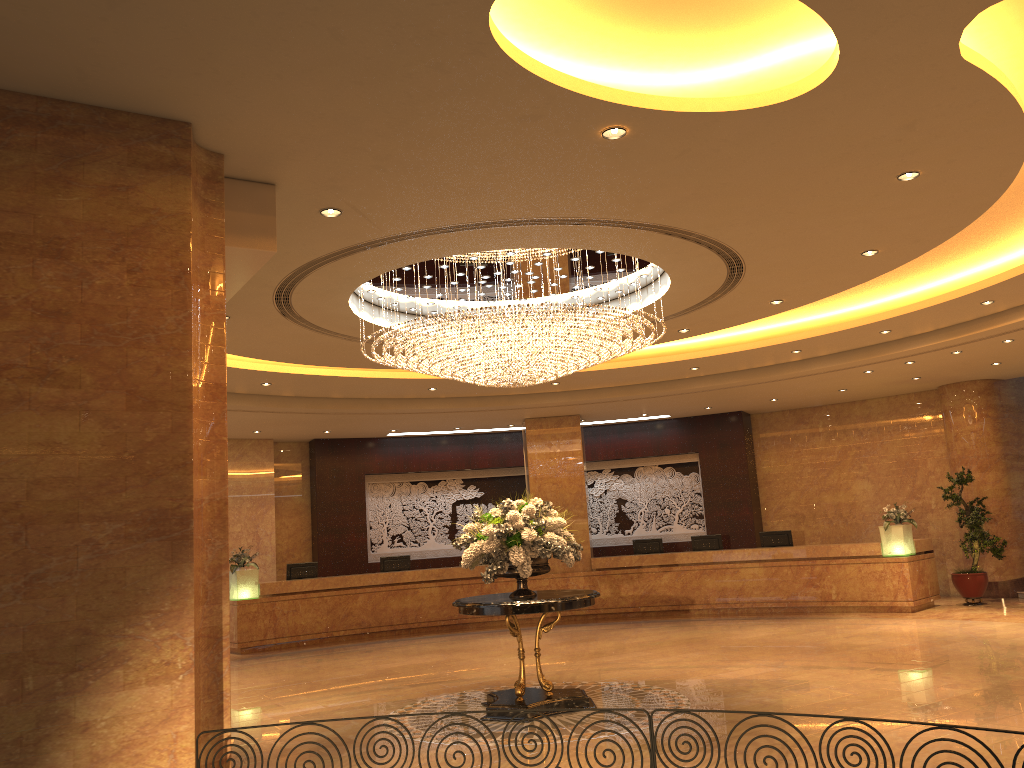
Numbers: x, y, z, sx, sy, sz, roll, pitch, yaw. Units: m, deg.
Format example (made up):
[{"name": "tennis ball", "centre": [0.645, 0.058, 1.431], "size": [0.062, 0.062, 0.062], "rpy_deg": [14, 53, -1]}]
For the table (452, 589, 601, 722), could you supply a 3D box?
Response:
[{"name": "table", "centre": [0.177, 2.667, 8.836], "size": [1.493, 1.089, 1.493], "rpy_deg": [4, -12, -38]}]

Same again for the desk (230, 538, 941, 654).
[{"name": "desk", "centre": [1.035, 3.899, 16.602], "size": [12.951, 1.155, 3.466], "rpy_deg": [-4, -10, 2]}]

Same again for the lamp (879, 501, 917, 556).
[{"name": "lamp", "centre": [6.585, 2.449, 15.046], "size": [0.606, 0.897, 0.532], "rpy_deg": [-11, -12, 36]}]

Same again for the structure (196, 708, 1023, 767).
[{"name": "structure", "centre": [1.100, 1.570, 1.332], "size": [3.815, 0.995, 7.624], "rpy_deg": [-2, -10, -13]}]

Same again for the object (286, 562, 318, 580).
[{"name": "object", "centre": [-3.920, 3.594, 16.570], "size": [0.531, 0.500, 0.430], "rpy_deg": [-5, -10, 5]}]

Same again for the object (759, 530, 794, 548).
[{"name": "object", "centre": [4.989, 3.020, 16.706], "size": [0.430, 0.500, 0.531], "rpy_deg": [0, -11, -24]}]

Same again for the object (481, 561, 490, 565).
[{"name": "object", "centre": [-0.409, 3.564, 17.781], "size": [0.531, 0.500, 0.430], "rpy_deg": [-9, -11, 29]}]

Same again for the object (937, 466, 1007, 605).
[{"name": "object", "centre": [7.991, 2.613, 15.392], "size": [0.843, 2.363, 1.250], "rpy_deg": [-11, -12, 38]}]

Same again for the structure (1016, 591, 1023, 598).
[{"name": "structure", "centre": [12.420, 0.950, 16.932], "size": [7.472, 5.560, 9.849], "rpy_deg": [2, -11, -32]}]

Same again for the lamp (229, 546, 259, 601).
[{"name": "lamp", "centre": [-4.742, 3.313, 15.586], "size": [0.577, 0.925, 0.542], "rpy_deg": [2, -11, -29]}]

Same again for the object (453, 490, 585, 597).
[{"name": "object", "centre": [0.076, 1.646, 9.025], "size": [1.277, 0.999, 1.318], "rpy_deg": [-4, -10, -1]}]

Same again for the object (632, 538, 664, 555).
[{"name": "object", "centre": [2.709, 3.325, 17.601], "size": [0.430, 0.500, 0.531], "rpy_deg": [3, -12, -35]}]

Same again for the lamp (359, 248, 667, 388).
[{"name": "lamp", "centre": [0.008, -0.567, 9.416], "size": [3.206, 1.196, 3.204], "rpy_deg": [-5, -10, 5]}]

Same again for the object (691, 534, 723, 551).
[{"name": "object", "centre": [3.805, 3.194, 17.259], "size": [0.430, 0.500, 0.531], "rpy_deg": [2, -11, -29]}]

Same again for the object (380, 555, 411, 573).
[{"name": "object", "centre": [-2.277, 3.614, 17.335], "size": [0.531, 0.500, 0.430], "rpy_deg": [-7, -10, 18]}]

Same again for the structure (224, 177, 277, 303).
[{"name": "structure", "centre": [-2.855, -0.772, 7.648], "size": [0.425, 0.483, 4.113], "rpy_deg": [2, -11, -32]}]
